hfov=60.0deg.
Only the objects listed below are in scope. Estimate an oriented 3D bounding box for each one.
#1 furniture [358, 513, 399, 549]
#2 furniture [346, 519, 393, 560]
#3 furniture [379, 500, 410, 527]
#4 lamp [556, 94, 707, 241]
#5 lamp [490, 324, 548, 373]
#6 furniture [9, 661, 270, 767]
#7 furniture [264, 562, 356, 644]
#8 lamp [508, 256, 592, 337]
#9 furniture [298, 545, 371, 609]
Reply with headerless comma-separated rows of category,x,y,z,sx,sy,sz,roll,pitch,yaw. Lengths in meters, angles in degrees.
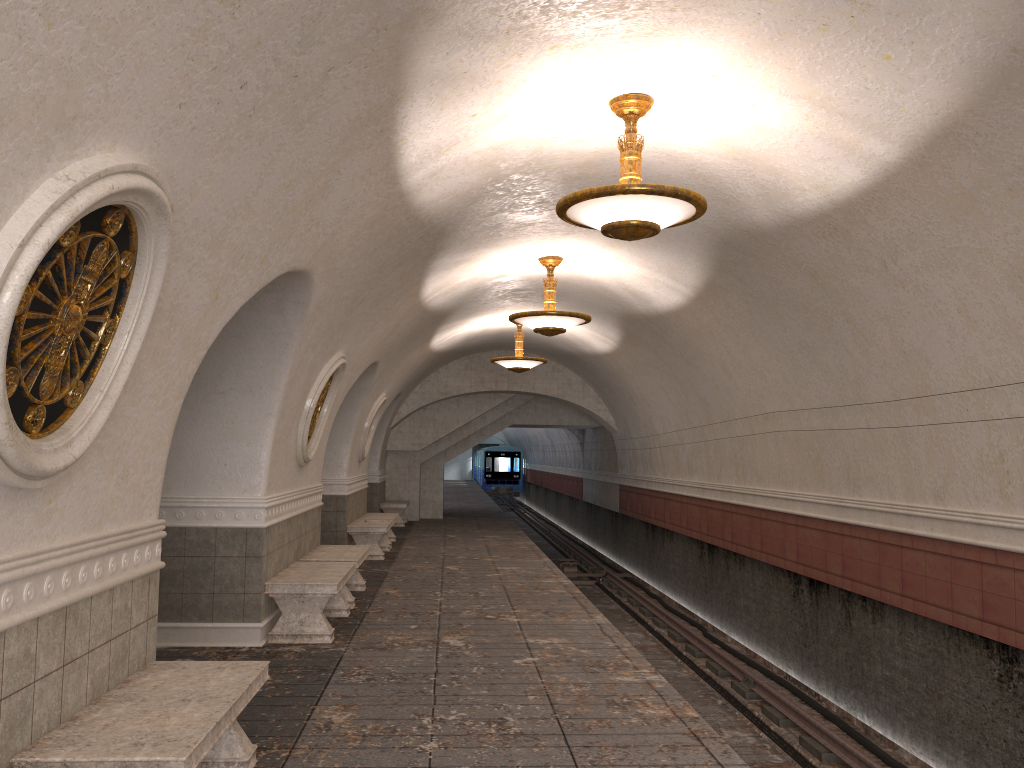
furniture,-2.369,2.601,15.799,0.613,0.508,1.509,1,-5,-4
furniture,-2.251,2.466,14.127,0.613,0.508,1.509,1,-5,-4
furniture,-2.693,2.970,20.393,0.613,0.508,1.509,1,-5,-4
lamp,0.802,-1.434,5.985,1.008,0.955,1.008,0,-5,12
lamp,0.126,-0.663,15.589,1.008,0.955,1.008,-3,-6,42
furniture,-1.530,1.644,3.883,0.613,0.508,1.509,1,-5,-4
furniture,-1.834,1.991,8.198,0.613,0.508,1.509,1,-5,-4
lamp,0.464,-1.049,10.786,1.008,0.955,1.008,0,-5,12
furniture,-1.952,2.125,9.870,0.613,0.508,1.509,1,-5,-4
